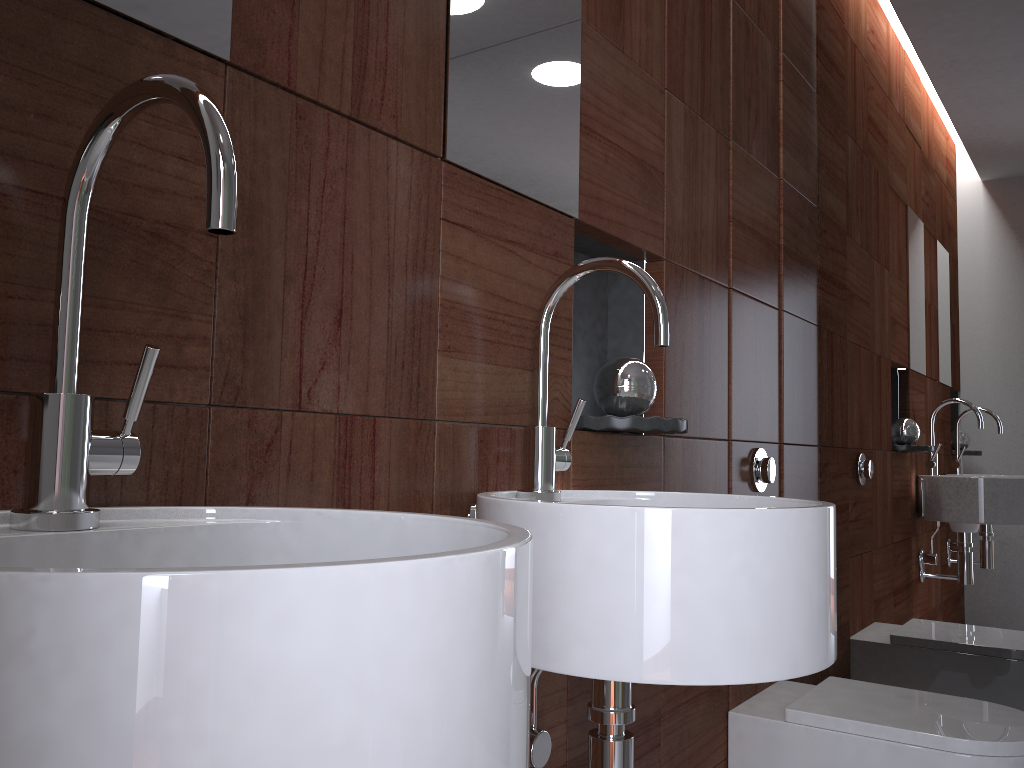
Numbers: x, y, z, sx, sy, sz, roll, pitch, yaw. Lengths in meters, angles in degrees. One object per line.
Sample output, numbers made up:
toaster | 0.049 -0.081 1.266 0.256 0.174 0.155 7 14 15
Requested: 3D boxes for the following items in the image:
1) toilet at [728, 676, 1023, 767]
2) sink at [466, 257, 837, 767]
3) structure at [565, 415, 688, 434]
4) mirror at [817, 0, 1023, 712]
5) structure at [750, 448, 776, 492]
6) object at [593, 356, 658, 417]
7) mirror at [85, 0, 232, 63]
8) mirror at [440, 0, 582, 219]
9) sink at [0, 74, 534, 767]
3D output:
toilet | 0.747 0.777 1.745 0.547 0.284 0.329 -2 -6 35
sink | 0.163 0.193 1.053 0.417 0.715 0.415 -2 -6 35
structure | 0.173 0.067 1.441 0.222 0.023 0.220 -1 -5 25
mirror | 1.408 -0.126 1.947 1.433 2.183 0.019 -2 -6 35
structure | 0.555 0.189 1.944 0.034 0.098 0.098 -2 -6 35
object | -0.171 -0.041 0.927 0.104 0.104 1.350 -2 -6 35
mirror | -0.348 -0.626 0.717 0.010 0.635 0.316 -2 -6 35
mirror | 0.013 -0.578 1.236 0.010 0.635 0.316 -2 -6 35
sink | -0.196 0.145 0.536 0.417 0.715 0.415 -2 -6 35
